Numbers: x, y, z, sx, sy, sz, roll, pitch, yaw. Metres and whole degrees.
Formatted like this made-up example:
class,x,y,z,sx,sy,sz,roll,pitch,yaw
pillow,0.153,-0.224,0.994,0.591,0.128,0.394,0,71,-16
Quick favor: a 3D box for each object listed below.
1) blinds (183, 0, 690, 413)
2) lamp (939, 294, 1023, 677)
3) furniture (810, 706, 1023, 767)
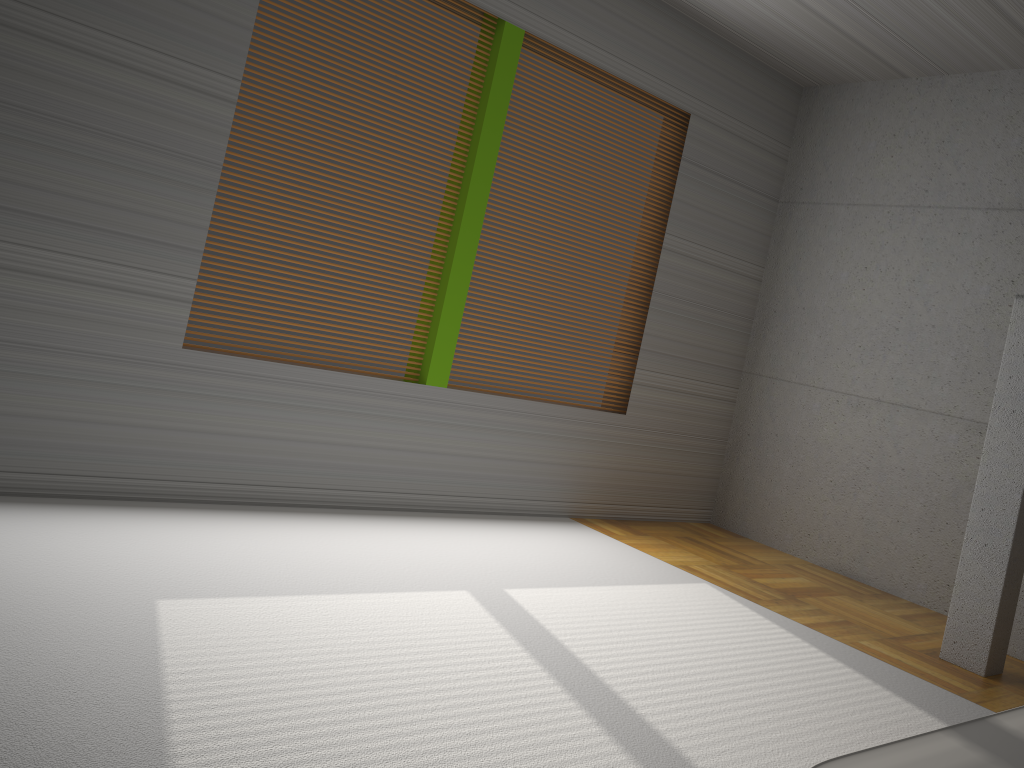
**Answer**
class,x,y,z,sx,sy,sz,roll,pitch,yaw
blinds,-0.288,-0.900,4.643,3.503,2.046,0.012,10,1,-39
lamp,2.478,0.484,4.193,0.791,1.693,0.202,12,0,-40
furniture,1.605,1.107,0.960,1.599,0.522,2.189,10,4,-40
